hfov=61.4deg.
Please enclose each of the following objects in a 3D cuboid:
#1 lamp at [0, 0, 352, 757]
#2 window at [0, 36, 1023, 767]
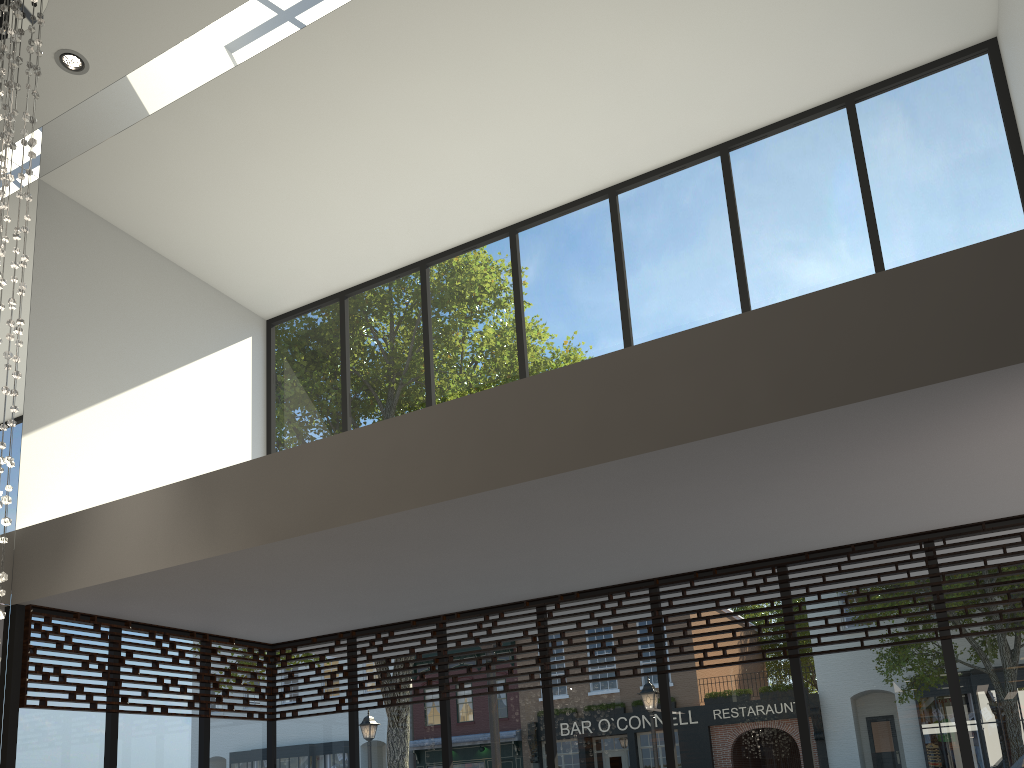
[{"bbox_3d":[-6.842,-43.443,7.134,407.583,106.649,420.863,14,-30,-34],"label":"lamp"},{"bbox_3d":[0.057,0.892,5.215,6.276,5.619,2.458,-14,-18,26],"label":"window"}]
